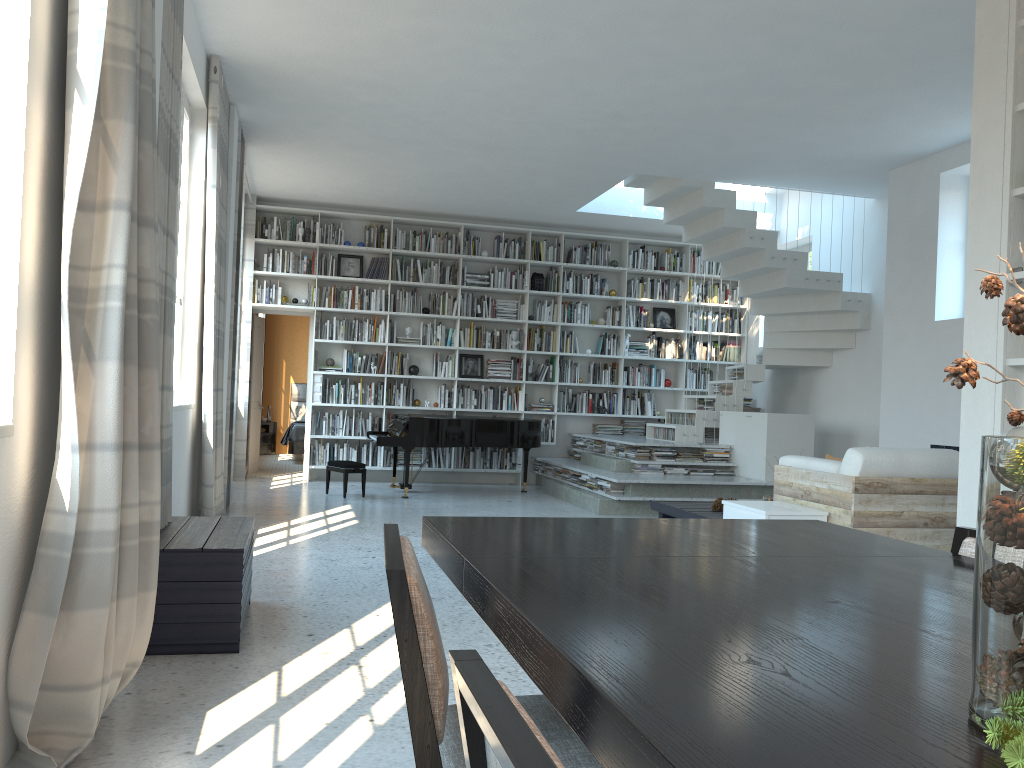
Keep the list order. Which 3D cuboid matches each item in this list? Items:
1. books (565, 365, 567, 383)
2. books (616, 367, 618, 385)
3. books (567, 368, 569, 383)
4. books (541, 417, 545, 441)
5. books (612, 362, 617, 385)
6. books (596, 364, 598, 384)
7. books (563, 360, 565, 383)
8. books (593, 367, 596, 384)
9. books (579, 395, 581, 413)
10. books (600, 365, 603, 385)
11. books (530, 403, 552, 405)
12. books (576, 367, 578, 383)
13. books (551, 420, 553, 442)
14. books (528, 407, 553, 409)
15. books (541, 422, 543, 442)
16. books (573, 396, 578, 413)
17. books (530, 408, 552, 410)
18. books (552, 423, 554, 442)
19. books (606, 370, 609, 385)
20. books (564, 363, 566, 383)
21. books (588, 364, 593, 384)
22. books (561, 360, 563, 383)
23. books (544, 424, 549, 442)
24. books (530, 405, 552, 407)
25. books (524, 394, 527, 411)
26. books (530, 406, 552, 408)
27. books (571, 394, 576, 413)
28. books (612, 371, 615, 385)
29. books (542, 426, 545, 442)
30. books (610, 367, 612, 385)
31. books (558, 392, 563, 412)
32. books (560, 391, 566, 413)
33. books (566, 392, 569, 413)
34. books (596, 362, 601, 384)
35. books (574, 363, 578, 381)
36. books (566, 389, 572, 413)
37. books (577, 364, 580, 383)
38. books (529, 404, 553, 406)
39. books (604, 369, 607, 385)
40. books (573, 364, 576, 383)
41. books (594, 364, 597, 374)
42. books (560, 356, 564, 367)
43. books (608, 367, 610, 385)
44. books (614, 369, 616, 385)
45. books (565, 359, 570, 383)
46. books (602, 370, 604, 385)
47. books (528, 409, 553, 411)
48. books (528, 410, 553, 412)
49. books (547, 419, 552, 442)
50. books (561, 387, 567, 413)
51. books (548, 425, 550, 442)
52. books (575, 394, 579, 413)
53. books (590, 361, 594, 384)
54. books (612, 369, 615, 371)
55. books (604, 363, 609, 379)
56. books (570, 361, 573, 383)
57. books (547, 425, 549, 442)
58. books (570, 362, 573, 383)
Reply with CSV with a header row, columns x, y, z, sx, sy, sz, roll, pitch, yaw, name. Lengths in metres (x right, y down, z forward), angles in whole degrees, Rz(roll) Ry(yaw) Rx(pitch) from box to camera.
x,y,z,sx,sy,sz,roll,pitch,yaw,name
0.657,-0.124,11.088,0.011,0.226,0.188,2,-1,-14,books
1.313,-0.098,11.286,0.007,0.235,0.131,2,-1,-14,books
0.678,-0.102,11.101,0.013,0.186,0.183,2,-1,-14,books
0.365,0.565,10.955,0.032,0.300,0.149,2,-1,-14,books
1.296,-0.129,11.250,0.007,0.295,0.162,2,-1,-14,books
1.048,-0.122,11.204,0.008,0.259,0.158,2,-1,-14,books
0.636,-0.153,11.091,0.005,0.283,0.159,2,-1,-14,books
1.024,-0.102,11.185,0.016,0.215,0.177,2,-1,-14,books
0.832,0.250,11.155,0.024,0.228,0.159,2,-1,-14,books
1.108,-0.116,11.199,0.018,0.251,0.184,2,-1,-14,books
0.357,0.251,10.974,0.254,0.012,0.161,2,-1,-5,books
0.785,-0.108,11.134,0.014,0.207,0.180,2,-1,-14,books
0.467,0.584,10.982,0.015,0.271,0.157,2,-1,-14,books
0.355,0.299,10.978,0.285,0.012,0.159,3,-1,-11,books
0.346,0.591,10.931,0.014,0.246,0.176,2,-1,-14,books
0.788,0.254,11.138,0.011,0.217,0.175,2,-1,-14,books
0.354,0.311,10.980,0.254,0.012,0.161,2,-1,-8,books
0.483,0.603,10.972,0.013,0.233,0.149,2,-1,-14,books
1.179,-0.079,11.222,0.019,0.183,0.190,2,-1,-14,books
0.643,-0.135,11.095,0.013,0.248,0.165,2,-1,-14,books
0.989,-0.121,11.192,0.019,0.251,0.130,2,-1,-14,books
0.603,-0.153,11.091,0.006,0.281,0.155,2,-1,-14,books
0.411,0.604,10.939,0.026,0.225,0.175,2,-1,-14,books
0.357,0.275,10.972,0.254,0.012,0.161,3,-1,-14,books
0.154,0.228,10.998,0.030,0.210,0.136,2,-1,-14,books
0.355,0.287,10.983,0.254,0.012,0.161,3,-1,-9,books
0.751,0.245,11.128,0.065,0.231,0.162,2,-1,-14,books
1.257,-0.074,11.229,0.016,0.180,0.189,2,-1,-14,books
0.385,0.615,10.959,0.013,0.202,0.139,2,-1,-14,books
1.234,-0.100,11.251,0.021,0.231,0.155,2,-1,-14,books
0.606,0.227,11.097,0.012,0.254,0.161,2,-1,-14,books
0.628,0.223,11.082,0.023,0.262,0.186,2,-1,-14,books
0.673,0.229,11.094,0.023,0.256,0.178,2,-1,-14,books
1.090,-0.133,11.221,0.007,0.285,0.159,2,-1,-14,books
0.799,-0.134,11.142,0.014,0.261,0.142,2,-1,-14,books
0.700,0.211,11.100,0.030,0.294,0.188,2,-1,-14,books
0.811,-0.129,11.146,0.013,0.251,0.172,2,-1,-14,books
0.356,0.263,10.981,0.285,0.012,0.159,3,-1,-10,books
1.162,-0.085,11.222,0.015,0.195,0.175,2,-1,-14,books
0.771,-0.124,11.134,0.015,0.238,0.176,2,-1,-14,books
1.036,-0.124,11.202,0.015,0.262,0.149,2,-1,-14,books
0.619,-0.183,11.112,0.007,0.342,0.149,2,-1,-14,books
1.203,-0.101,11.230,0.018,0.229,0.181,2,-1,-14,books
1.283,-0.084,11.254,0.013,0.204,0.158,2,-1,-14,books
0.694,-0.157,11.103,0.014,0.297,0.175,2,-1,-14,books
1.124,-0.081,11.202,0.018,0.182,0.182,2,-1,-14,books
0.353,0.324,10.983,0.285,0.012,0.159,3,-1,-9,books
0.353,0.335,10.978,0.285,0.012,0.159,3,-1,-11,books
0.455,0.576,10.957,0.021,0.285,0.172,2,-1,-14,books
0.645,0.197,11.087,0.010,0.316,0.186,2,-1,-14,books
0.440,0.612,10.946,0.011,0.212,0.178,2,-1,-14,books
0.806,0.246,11.152,0.029,0.234,0.142,2,-1,-14,books
1.004,-0.139,11.208,0.016,0.289,0.131,2,-1,-14,books
1.267,-0.085,11.260,0.016,0.205,0.141,2,-1,-14,books
1.192,-0.124,11.228,0.006,0.274,0.173,2,-1,-14,books
0.739,-0.149,11.136,0.006,0.285,0.159,2,-1,-14,books
0.425,0.605,10.960,0.012,0.225,0.149,2,-1,-14,books
0.723,-0.141,11.116,0.012,0.267,0.183,2,-1,-14,books
